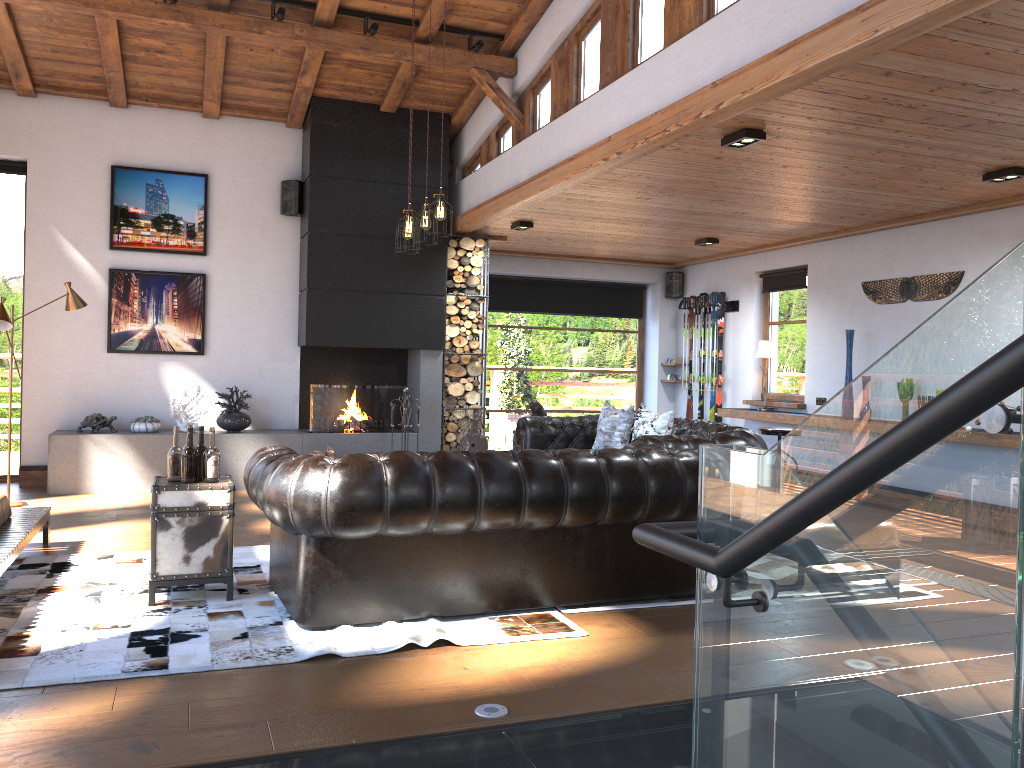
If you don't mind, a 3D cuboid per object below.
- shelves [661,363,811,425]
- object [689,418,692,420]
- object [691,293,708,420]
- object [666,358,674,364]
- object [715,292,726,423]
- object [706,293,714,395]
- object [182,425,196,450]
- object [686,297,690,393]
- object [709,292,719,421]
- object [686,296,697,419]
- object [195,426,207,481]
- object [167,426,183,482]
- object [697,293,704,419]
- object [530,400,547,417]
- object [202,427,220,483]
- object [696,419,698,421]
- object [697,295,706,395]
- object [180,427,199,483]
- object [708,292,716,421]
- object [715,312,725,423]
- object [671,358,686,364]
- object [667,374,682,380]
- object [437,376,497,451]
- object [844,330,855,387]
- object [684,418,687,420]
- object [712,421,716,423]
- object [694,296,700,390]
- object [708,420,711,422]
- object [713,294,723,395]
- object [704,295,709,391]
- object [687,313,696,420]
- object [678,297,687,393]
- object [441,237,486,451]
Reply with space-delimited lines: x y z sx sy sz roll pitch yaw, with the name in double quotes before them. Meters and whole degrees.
"shelves" 3.254 0.302 9.026 0.617 0.988 6.592 1 1 -20
"object" 2.244 0.577 11.369 0.253 0.270 0.116 1 0 -16
"object" 2.371 -0.356 11.287 0.256 1.622 0.103 1 0 -25
"object" 2.174 -0.315 12.042 0.161 0.084 0.188 1 1 -22
"object" 2.574 -0.327 10.872 0.116 1.606 0.094 1 0 -21
"object" 2.416 -0.487 10.891 0.119 1.249 0.059 2 0 36
"object" -1.717 0.360 4.720 0.088 0.286 0.087 1 0 -11
"object" 2.260 -0.503 11.540 0.060 1.249 0.119 1 0 -39
"object" 2.547 -0.349 11.108 0.112 1.622 0.072 1 0 -21
"object" 2.343 -0.345 11.495 0.116 1.606 0.094 1 0 -21
"object" -1.637 0.363 4.664 0.088 0.286 0.086 1 0 -43
"object" -1.744 0.361 4.606 0.088 0.286 0.087 1 0 -8
"object" 2.426 -0.357 11.378 0.112 1.622 0.072 1 0 -21
"object" 0.264 0.317 8.764 0.148 0.319 0.250 2 1 20
"object" -1.561 0.366 4.602 0.089 0.286 0.086 1 0 -44
"object" 2.300 0.580 11.261 0.253 0.270 0.116 1 0 -16
"object" 2.356 -0.492 11.093 0.120 1.249 0.059 2 0 26
"object" -1.660 0.364 4.568 0.087 0.286 0.088 2 0 19
"object" 2.531 -0.351 11.181 0.112 1.622 0.072 1 0 -21
"object" 2.551 -0.315 10.967 0.116 1.606 0.094 1 0 -21
"object" 2.236 -0.311 11.876 0.191 0.084 0.158 1 1 -22
"object" 2.196 -0.094 11.967 0.187 0.084 0.354 2 1 15
"object" -0.334 0.349 6.248 0.408 0.808 0.617 1 1 -9
"object" 3.326 -0.090 8.526 0.271 0.862 0.112 2 0 25
"object" 2.202 0.573 11.483 0.253 0.270 0.116 1 0 -16
"object" 2.435 0.591 10.854 0.254 0.270 0.115 1 1 -26
"object" 2.341 -0.497 11.322 0.060 1.249 0.119 1 0 -39
"object" 2.404 0.587 11.021 0.252 0.270 0.116 1 0 -6
"object" 2.520 -0.484 10.872 0.120 1.249 0.059 2 0 31
"object" 2.421 -0.491 11.104 0.060 1.249 0.119 1 0 -39
"object" 2.320 -0.333 11.590 0.116 1.606 0.094 1 0 -21
"object" 2.204 -0.503 11.479 0.122 1.249 0.058 1 0 -39
"object" -0.588 -0.260 9.590 0.497 2.611 0.463 1 0 -21
